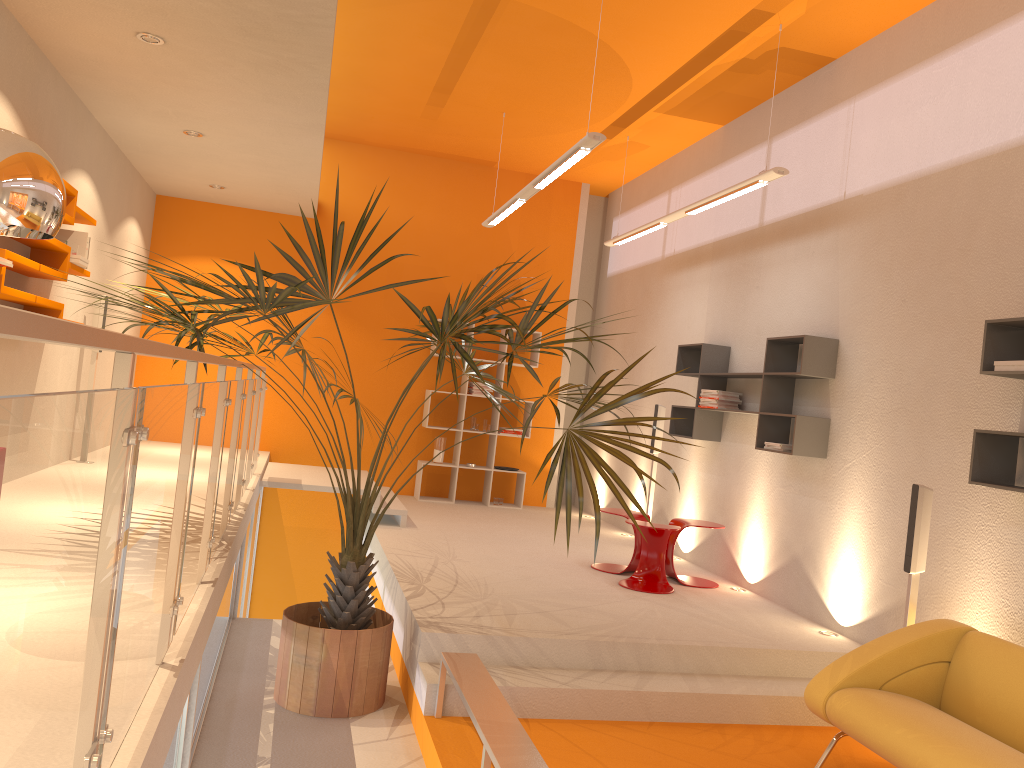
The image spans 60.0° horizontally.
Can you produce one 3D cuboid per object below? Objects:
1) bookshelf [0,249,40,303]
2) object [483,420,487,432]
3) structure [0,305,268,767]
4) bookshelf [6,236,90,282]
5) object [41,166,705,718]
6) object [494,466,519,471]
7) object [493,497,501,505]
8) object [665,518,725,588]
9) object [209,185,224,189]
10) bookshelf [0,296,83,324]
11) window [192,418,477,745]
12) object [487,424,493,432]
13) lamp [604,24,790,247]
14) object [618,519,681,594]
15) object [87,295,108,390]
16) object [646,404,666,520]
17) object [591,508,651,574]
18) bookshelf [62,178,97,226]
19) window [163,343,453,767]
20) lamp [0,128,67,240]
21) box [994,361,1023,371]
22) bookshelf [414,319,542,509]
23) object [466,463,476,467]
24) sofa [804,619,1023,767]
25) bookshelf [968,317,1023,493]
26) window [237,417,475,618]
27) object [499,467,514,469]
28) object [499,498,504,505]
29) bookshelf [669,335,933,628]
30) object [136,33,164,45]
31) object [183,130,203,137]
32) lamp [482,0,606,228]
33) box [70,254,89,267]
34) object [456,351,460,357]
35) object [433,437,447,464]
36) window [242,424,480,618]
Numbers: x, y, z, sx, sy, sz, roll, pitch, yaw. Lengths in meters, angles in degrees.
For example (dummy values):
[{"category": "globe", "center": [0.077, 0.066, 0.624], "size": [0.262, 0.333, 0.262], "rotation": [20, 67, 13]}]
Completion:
[{"category": "bookshelf", "center": [-2.619, -0.569, 4.359], "size": [0.220, 0.220, 1.150], "rotation": [7, -1, -13]}, {"category": "object", "center": [-1.227, 2.548, 6.258], "size": [0.870, 4.604, 7.392], "rotation": [6, -1, 17]}, {"category": "structure", "center": [-0.909, 0.350, 2.047], "size": [0.195, 0.900, 11.050], "rotation": [7, -1, -13]}, {"category": "bookshelf", "center": [-2.872, -0.758, 5.512], "size": [0.220, 0.220, 1.150], "rotation": [7, -1, -13]}, {"category": "object", "center": [-0.776, 0.364, 4.925], "size": [3.098, 2.600, 3.241], "rotation": [7, -1, -5]}, {"category": "object", "center": [-0.064, 0.960, 10.040], "size": [0.294, 0.020, 0.294], "rotation": [6, -1, 26]}, {"category": "object", "center": [1.538, 2.744, 5.082], "size": [0.129, 2.692, 10.507], "rotation": [7, -1, -21]}, {"category": "object", "center": [1.362, 1.263, 6.659], "size": [0.420, 0.450, 0.391], "rotation": [7, -1, -13]}, {"category": "object", "center": [-2.870, -1.937, 8.627], "size": [0.143, 0.059, 0.143], "rotation": [7, -1, -41]}, {"category": "bookshelf", "center": [-2.912, -0.403, 5.506], "size": [0.220, 0.220, 1.150], "rotation": [7, -1, -13]}, {"category": "window", "center": [-1.268, 0.926, 6.662], "size": [0.908, 1.393, 6.719], "rotation": [6, -1, 6]}, {"category": "object", "center": [1.194, 2.323, 6.502], "size": [0.190, 3.502, 7.694], "rotation": [7, -1, -25]}, {"category": "lamp", "center": [1.383, -1.846, 7.156], "size": [0.120, 1.052, 3.195], "rotation": [7, -1, -13]}, {"category": "object", "center": [0.976, 1.214, 6.283], "size": [0.391, 0.450, 0.420], "rotation": [6, -1, 17]}, {"category": "object", "center": [-3.279, -0.041, 6.957], "size": [0.116, 1.317, 0.111], "rotation": [7, -1, -7]}, {"category": "object", "center": [1.266, 0.840, 8.048], "size": [0.116, 1.317, 0.111], "rotation": [7, -1, -17]}, {"category": "object", "center": [0.838, 1.207, 6.816], "size": [0.391, 0.450, 0.420], "rotation": [7, -1, -43]}, {"category": "bookshelf", "center": [-2.832, -1.112, 5.518], "size": [0.220, 0.220, 1.150], "rotation": [7, -1, -13]}, {"category": "window", "center": [-1.099, 2.129, 5.442], "size": [0.481, 5.399, 8.922], "rotation": [6, -1, -1]}, {"category": "lamp", "center": [-1.327, -0.397, 1.123], "size": [0.315, 2.259, 2.077], "rotation": [6, -1, 10]}, {"category": "box", "center": [2.408, -0.070, 4.092], "size": [0.232, 0.047, 0.232], "rotation": [7, -1, -13]}, {"category": "bookshelf", "center": [0.482, 1.738, 9.270], "size": [3.516, 4.600, 1.107], "rotation": [6, -1, 34]}, {"category": "object", "center": [-0.456, 0.906, 9.889], "size": [0.105, 0.035, 0.106], "rotation": [6, -1, 30]}, {"category": "sofa", "center": [2.015, 1.443, 3.142], "size": [0.929, 0.706, 2.081], "rotation": [7, -1, -13]}, {"category": "bookshelf", "center": [2.580, 0.109, 3.307], "size": [0.252, 0.790, 2.000], "rotation": [7, -1, -13]}, {"category": "window", "center": [-1.797, 2.499, 8.119], "size": [0.993, 4.599, 4.234], "rotation": [6, -1, 19]}, {"category": "object", "center": [-0.068, 0.957, 10.043], "size": [0.178, 0.020, 0.178], "rotation": [6, -1, 4]}, {"category": "object", "center": [1.860, 2.762, 3.810], "size": [0.102, 2.685, 13.193], "rotation": [7, -1, -19]}, {"category": "bookshelf", "center": [1.815, 0.753, 6.092], "size": [0.322, 2.145, 3.370], "rotation": [7, -1, -11]}, {"category": "object", "center": [-1.968, -1.901, 4.834], "size": [0.143, 0.059, 0.143], "rotation": [7, -1, -30]}, {"category": "object", "center": [-2.419, -1.919, 6.731], "size": [0.143, 0.059, 0.143], "rotation": [7, -1, -41]}, {"category": "lamp", "center": [0.195, -1.984, 6.873], "size": [0.120, 1.052, 3.195], "rotation": [7, -1, -13]}, {"category": "box", "center": [-2.851, -0.797, 5.659], "size": [0.232, 0.047, 0.232], "rotation": [7, -1, -13]}, {"category": "object", "center": [-1.120, 2.151, 6.444], "size": [0.351, 5.384, 6.779], "rotation": [6, -1, 7]}, {"category": "object", "center": [-0.809, 0.737, 9.873], "size": [0.129, 0.291, 0.129], "rotation": [6, -1, 15]}, {"category": "window", "center": [-1.551, 2.578, 8.982], "size": [2.294, 4.526, 1.860], "rotation": [7, -1, -13]}]
